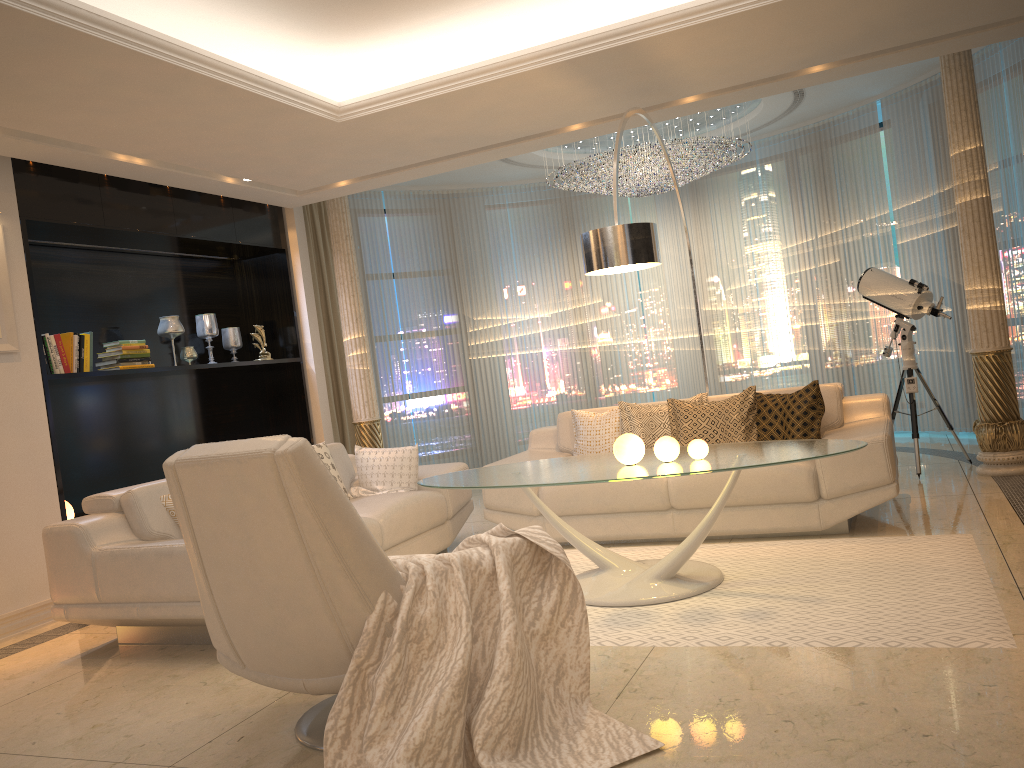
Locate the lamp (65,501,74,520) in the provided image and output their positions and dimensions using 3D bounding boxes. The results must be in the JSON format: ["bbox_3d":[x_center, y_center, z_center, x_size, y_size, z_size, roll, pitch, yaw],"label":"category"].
[{"bbox_3d":[-2.811,0.812,5.454,0.213,0.214,0.212,-8,1,-27],"label":"lamp"}]

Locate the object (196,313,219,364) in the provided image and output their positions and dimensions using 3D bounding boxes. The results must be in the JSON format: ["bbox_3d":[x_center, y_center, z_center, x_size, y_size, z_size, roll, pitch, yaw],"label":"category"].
[{"bbox_3d":[-2.382,-0.333,6.974,0.156,0.426,0.156,-7,1,29],"label":"object"}]

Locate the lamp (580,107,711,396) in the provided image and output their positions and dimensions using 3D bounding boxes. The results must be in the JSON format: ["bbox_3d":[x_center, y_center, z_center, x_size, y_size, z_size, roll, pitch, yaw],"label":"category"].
[{"bbox_3d":[0.917,-0.388,5.278,0.393,2.519,2.009,-7,1,23],"label":"lamp"}]

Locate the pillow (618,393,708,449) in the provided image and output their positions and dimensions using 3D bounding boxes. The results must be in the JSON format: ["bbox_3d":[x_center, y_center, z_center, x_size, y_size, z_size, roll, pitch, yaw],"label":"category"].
[{"bbox_3d":[0.957,0.287,5.526,0.587,0.429,0.288,-7,1,-2],"label":"pillow"}]

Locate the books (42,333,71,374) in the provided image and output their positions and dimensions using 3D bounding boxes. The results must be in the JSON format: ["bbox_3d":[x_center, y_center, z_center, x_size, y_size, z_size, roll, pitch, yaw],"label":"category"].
[{"bbox_3d":[-2.861,-0.175,5.367,0.208,0.270,0.240,-7,1,23],"label":"books"}]

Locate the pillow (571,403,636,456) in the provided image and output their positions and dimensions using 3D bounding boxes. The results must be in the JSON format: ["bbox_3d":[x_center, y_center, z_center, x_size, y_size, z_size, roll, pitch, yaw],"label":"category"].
[{"bbox_3d":[0.584,0.335,5.657,0.463,0.380,0.222,-7,1,28],"label":"pillow"}]

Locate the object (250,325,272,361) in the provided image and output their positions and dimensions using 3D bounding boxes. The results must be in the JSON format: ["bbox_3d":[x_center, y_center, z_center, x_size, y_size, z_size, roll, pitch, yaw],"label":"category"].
[{"bbox_3d":[-2.027,-0.329,7.151,0.116,0.293,0.182,-7,1,21],"label":"object"}]

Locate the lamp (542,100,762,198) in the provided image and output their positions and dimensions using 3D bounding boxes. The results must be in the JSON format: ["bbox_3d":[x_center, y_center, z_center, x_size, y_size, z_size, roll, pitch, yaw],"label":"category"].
[{"bbox_3d":[1.205,-2.037,7.970,2.109,0.685,2.109,-8,1,-22],"label":"lamp"}]

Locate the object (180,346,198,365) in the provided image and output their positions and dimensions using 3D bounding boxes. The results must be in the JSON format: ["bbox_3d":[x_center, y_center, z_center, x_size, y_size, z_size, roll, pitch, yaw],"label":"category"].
[{"bbox_3d":[-2.405,-0.199,6.602,0.119,0.154,0.119,-7,1,33],"label":"object"}]

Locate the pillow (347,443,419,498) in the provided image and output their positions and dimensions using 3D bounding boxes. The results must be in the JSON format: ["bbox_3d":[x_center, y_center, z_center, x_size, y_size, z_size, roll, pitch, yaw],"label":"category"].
[{"bbox_3d":[-0.824,0.532,5.545,0.521,0.325,0.281,-7,1,33],"label":"pillow"}]

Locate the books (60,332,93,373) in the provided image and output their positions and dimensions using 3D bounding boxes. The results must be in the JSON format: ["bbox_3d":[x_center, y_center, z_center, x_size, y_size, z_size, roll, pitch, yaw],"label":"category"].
[{"bbox_3d":[-2.774,-0.186,5.582,0.212,0.261,0.210,-7,1,23],"label":"books"}]

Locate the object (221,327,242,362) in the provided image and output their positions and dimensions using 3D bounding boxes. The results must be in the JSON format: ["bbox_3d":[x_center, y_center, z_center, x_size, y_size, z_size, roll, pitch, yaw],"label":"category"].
[{"bbox_3d":[-2.268,-0.297,7.210,0.147,0.317,0.147,-7,1,25],"label":"object"}]

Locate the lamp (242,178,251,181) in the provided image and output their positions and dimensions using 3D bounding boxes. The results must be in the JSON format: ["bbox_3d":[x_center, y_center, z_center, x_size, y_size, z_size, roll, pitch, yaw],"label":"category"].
[{"bbox_3d":[-1.877,-1.506,6.291,0.107,0.127,0.107,-7,1,5],"label":"lamp"}]

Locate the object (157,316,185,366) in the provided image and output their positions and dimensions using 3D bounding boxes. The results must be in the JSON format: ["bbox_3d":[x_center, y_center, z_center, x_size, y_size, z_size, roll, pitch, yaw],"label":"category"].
[{"bbox_3d":[-2.481,-0.301,6.485,0.181,0.381,0.181,-7,1,18],"label":"object"}]

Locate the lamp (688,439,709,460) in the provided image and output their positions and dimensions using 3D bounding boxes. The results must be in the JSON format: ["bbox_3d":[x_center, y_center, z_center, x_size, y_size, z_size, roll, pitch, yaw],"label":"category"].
[{"bbox_3d":[0.819,0.287,3.904,0.090,0.091,0.090,-8,1,-16],"label":"lamp"}]

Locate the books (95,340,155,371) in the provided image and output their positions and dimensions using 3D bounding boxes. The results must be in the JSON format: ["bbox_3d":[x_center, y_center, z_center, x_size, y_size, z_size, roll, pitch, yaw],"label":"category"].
[{"bbox_3d":[-2.618,-0.184,5.999,0.260,0.197,0.296,-7,1,26],"label":"books"}]

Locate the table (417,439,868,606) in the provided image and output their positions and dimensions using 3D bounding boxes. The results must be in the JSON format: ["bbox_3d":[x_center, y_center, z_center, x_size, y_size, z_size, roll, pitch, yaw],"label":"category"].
[{"bbox_3d":[0.552,0.649,4.143,2.140,0.565,0.999,-7,1,23],"label":"table"}]

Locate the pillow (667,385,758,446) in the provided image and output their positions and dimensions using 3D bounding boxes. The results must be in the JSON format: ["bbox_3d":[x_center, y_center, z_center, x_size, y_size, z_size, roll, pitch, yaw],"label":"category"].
[{"bbox_3d":[1.218,0.251,5.331,0.575,0.436,0.301,-7,1,30],"label":"pillow"}]

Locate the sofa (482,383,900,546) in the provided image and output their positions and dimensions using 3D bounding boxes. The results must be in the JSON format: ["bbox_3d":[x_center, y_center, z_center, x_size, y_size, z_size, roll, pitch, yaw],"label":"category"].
[{"bbox_3d":[1.074,0.480,5.397,2.328,0.754,1.145,-7,1,23],"label":"sofa"}]

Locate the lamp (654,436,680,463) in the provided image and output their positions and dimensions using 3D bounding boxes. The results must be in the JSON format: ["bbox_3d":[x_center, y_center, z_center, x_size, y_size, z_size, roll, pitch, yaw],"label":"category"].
[{"bbox_3d":[0.691,0.291,3.959,0.115,0.115,0.115,-8,1,-41],"label":"lamp"}]

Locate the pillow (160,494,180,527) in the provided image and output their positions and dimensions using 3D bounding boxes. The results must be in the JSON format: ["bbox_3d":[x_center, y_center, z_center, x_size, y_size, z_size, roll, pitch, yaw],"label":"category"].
[{"bbox_3d":[-1.478,0.657,4.520,0.351,0.329,0.521,-7,1,23],"label":"pillow"}]

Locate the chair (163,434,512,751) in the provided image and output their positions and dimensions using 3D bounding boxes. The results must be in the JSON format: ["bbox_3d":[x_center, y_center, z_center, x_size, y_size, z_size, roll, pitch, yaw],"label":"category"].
[{"bbox_3d":[-0.539,0.618,2.833,1.027,0.991,0.983,-7,1,23],"label":"chair"}]

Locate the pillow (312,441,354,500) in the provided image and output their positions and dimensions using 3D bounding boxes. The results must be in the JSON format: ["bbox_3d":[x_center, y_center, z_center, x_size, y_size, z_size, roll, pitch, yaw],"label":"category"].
[{"bbox_3d":[-1.173,0.552,5.380,0.255,0.399,0.526,-7,1,23],"label":"pillow"}]

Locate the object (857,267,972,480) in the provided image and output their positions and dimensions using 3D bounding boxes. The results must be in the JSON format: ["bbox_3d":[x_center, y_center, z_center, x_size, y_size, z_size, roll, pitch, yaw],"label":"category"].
[{"bbox_3d":[2.745,-0.113,6.139,0.616,1.471,0.570,-7,1,30],"label":"object"}]

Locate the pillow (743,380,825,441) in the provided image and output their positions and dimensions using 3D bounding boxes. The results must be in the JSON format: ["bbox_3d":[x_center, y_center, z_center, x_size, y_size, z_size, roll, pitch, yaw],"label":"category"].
[{"bbox_3d":[1.574,0.208,5.149,0.301,0.436,0.575,-8,1,-35],"label":"pillow"}]

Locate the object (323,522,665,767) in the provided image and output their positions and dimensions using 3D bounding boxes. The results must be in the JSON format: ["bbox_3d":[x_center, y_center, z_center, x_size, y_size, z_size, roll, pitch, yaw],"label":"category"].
[{"bbox_3d":[-0.305,0.787,2.804,0.972,0.580,1.347,-8,1,-29],"label":"object"}]

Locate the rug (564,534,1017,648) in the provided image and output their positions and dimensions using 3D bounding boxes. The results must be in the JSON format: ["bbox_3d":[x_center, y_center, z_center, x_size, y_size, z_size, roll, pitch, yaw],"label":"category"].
[{"bbox_3d":[0.609,0.939,4.129,2.900,0.020,1.661,-7,1,23],"label":"rug"}]

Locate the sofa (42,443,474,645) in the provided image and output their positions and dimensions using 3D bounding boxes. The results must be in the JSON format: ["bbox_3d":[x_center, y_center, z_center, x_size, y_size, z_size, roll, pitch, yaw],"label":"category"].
[{"bbox_3d":[-1.219,0.788,4.985,1.145,0.754,2.328,-7,1,23],"label":"sofa"}]

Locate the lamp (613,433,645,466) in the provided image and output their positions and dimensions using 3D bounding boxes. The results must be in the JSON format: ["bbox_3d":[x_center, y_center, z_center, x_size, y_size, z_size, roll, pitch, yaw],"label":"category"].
[{"bbox_3d":[0.532,0.296,4.028,0.143,0.143,0.143,-7,1,8],"label":"lamp"}]

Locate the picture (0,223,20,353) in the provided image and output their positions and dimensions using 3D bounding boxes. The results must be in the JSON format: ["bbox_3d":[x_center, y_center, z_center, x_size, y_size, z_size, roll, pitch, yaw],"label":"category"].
[{"bbox_3d":[-2.943,-0.521,4.706,0.027,0.729,0.610,-7,1,23],"label":"picture"}]
